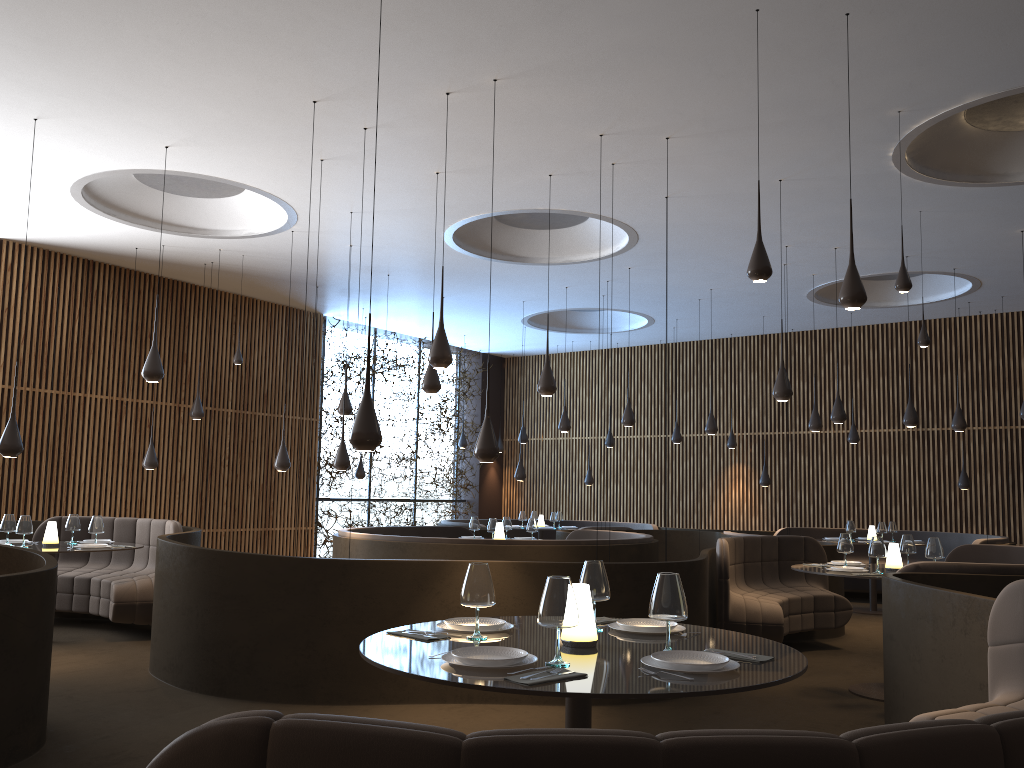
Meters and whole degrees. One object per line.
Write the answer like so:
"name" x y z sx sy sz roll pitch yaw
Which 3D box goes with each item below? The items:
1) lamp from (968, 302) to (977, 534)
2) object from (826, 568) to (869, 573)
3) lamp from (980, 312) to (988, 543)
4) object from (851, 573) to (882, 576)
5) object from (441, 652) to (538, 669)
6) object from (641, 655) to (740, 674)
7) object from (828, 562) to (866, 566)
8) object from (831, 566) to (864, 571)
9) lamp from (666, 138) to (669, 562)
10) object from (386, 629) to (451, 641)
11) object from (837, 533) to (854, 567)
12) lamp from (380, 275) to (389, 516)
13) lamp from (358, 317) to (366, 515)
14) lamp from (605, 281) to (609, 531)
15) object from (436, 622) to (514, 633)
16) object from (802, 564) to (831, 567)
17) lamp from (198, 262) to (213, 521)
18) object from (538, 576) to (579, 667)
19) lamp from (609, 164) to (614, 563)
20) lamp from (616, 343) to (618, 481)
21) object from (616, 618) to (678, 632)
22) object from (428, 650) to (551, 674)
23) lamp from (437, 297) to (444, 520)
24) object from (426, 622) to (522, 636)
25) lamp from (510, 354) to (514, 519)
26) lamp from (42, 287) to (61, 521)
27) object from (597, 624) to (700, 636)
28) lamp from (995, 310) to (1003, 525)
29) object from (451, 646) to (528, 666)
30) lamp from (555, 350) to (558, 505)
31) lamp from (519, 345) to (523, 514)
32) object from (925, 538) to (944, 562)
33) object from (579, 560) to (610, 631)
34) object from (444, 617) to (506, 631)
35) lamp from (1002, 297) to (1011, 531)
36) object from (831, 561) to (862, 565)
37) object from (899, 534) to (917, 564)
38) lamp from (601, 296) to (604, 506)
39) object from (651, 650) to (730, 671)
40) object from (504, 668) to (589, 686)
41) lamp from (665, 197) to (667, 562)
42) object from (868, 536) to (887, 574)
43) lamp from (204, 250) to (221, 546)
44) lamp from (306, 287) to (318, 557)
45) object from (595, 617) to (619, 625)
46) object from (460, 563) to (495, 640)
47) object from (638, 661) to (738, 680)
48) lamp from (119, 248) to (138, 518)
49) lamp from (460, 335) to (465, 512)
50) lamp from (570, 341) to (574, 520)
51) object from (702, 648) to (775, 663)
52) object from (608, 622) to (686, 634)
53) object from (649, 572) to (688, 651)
"lamp" 7.203 1.817 13.781 0.196 6.260 0.196 6 -7 -39
"object" 2.766 1.538 7.312 0.332 0.014 0.332 -4 -9 36
"lamp" 5.607 2.239 10.425 0.196 6.260 0.196 2 -6 -10
"object" 2.827 1.509 7.017 0.262 0.017 0.127 3 -7 -15
"object" -0.077 0.942 3.029 0.332 0.014 0.332 8 -10 -44
"object" 0.606 0.954 3.019 0.332 0.014 0.332 3 -7 -15
"object" 3.023 1.632 8.015 0.332 0.014 0.332 4 -8 -20
"object" 2.767 1.528 7.313 0.263 0.029 0.263 -5 -9 39
"lamp" 1.325 0.922 7.600 0.196 6.260 0.196 -1 -6 20
"object" -0.378 1.011 3.568 0.262 0.017 0.127 -6 -10 43
"object" 2.939 1.467 7.814 0.142 0.294 0.142 -3 -7 35
"lamp" -1.882 1.509 12.760 0.196 6.260 0.196 2 -6 -10
"lamp" -2.750 1.895 15.961 0.196 6.260 0.196 4 -7 -29
"lamp" 1.362 1.586 12.865 0.196 6.260 0.196 3 -6 -19
"object" -0.157 1.034 3.774 0.332 0.014 0.332 -6 -10 43
"object" 2.734 1.622 7.927 0.126 0.017 0.262 4 -8 -20
"lamp" -4.302 1.395 12.232 0.196 6.260 0.196 -4 -8 43
"object" 0.159 0.810 3.038 0.142 0.294 0.142 5 -7 -31
"lamp" 0.913 0.994 8.236 0.196 6.260 0.196 4 -7 -29
"lamp" 2.131 2.264 18.122 0.196 6.260 0.196 6 -7 -39
"object" 0.584 1.047 3.837 0.263 0.029 0.264 -2 -8 26
"object" -0.081 0.944 3.032 0.411 0.012 0.205 -6 -10 44
"lamp" -1.181 1.701 14.173 0.196 6.260 0.196 2 -6 -10
"object" -0.155 1.036 3.777 0.204 0.012 0.411 -5 -9 39
"lamp" -0.020 2.440 19.853 0.196 6.260 0.196 4 -7 -29
"lamp" -5.841 1.879 11.009 0.196 6.260 0.196 0 -6 10
"object" 0.588 1.058 3.833 0.411 0.012 0.205 -5 -9 41
"lamp" 7.899 1.895 14.294 0.196 6.260 0.196 4 -7 -29
"object" -0.077 0.932 3.030 0.263 0.029 0.264 -2 -8 26
"lamp" 0.912 2.298 18.579 0.196 6.260 0.196 -1 -6 20
"lamp" 0.168 2.292 18.654 0.196 6.260 0.196 4 -7 -29
"object" 3.450 1.405 7.239 0.142 0.294 0.142 6 -7 -37
"object" 0.354 0.915 3.839 0.142 0.294 0.142 -3 -7 33
"object" -0.157 1.025 3.775 0.263 0.029 0.264 0 -7 5
"lamp" 7.497 1.769 13.355 0.196 6.260 0.196 6 -7 -39
"object" 3.023 1.622 8.016 0.263 0.029 0.264 3 -7 -17
"object" 3.506 1.483 7.853 0.142 0.294 0.142 2 -6 -9
"lamp" 1.394 1.708 13.823 0.196 6.260 0.196 3 -6 -19
"object" 0.606 0.945 3.020 0.263 0.029 0.263 5 -8 -31
"object" 0.108 0.923 2.790 0.262 0.017 0.126 7 -9 -41
"lamp" 1.587 1.122 9.149 0.196 6.260 0.196 3 -6 -19
"object" 2.976 1.393 7.219 0.142 0.294 0.142 2 -6 -5
"lamp" -3.971 1.317 11.563 0.196 6.260 0.196 4 -6 -27
"lamp" -3.112 1.591 13.602 0.196 6.260 0.196 0 -6 10
"object" 0.383 1.088 4.061 0.126 0.017 0.262 -6 -10 45
"object" -0.138 0.870 3.556 0.142 0.294 0.142 -1 -6 20
"object" 0.604 0.955 3.015 0.204 0.012 0.411 -4 -9 35
"lamp" -5.090 1.295 11.565 0.196 6.260 0.196 -4 -8 43
"lamp" -1.013 2.131 17.557 0.196 6.260 0.196 4 -7 -29
"lamp" 1.197 2.234 18.033 0.196 6.260 0.196 6 -7 -39
"object" 0.811 0.993 3.239 0.262 0.017 0.127 -5 -9 39
"object" 0.584 1.057 3.836 0.332 0.014 0.332 -4 -9 35
"object" 0.575 0.847 3.262 0.142 0.294 0.142 1 -6 4
